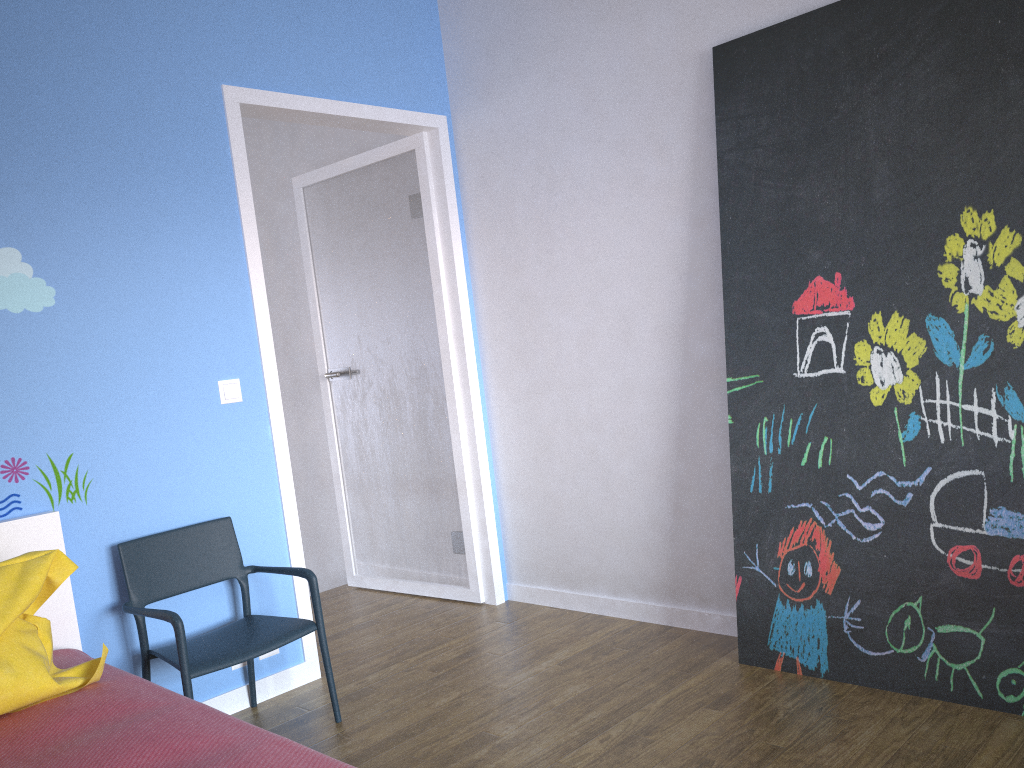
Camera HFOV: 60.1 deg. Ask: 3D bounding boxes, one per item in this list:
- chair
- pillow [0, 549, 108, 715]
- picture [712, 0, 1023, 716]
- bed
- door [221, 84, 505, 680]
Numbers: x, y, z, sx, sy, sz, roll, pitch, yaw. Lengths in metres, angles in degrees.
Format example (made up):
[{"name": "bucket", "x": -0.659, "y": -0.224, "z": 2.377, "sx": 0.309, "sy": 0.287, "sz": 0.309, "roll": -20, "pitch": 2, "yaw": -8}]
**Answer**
[{"name": "chair", "x": -0.903, "y": 0.789, "z": 2.756, "sx": 0.417, "sy": 0.677, "sz": 0.509, "roll": -3, "pitch": 6, "yaw": 41}, {"name": "pillow", "x": -1.608, "y": 0.540, "z": 1.789, "sx": 1.338, "sy": 0.534, "sz": 0.680, "roll": -9, "pitch": 4, "yaw": -44}, {"name": "picture", "x": 1.047, "y": -0.109, "z": 2.577, "sx": 0.959, "sy": 2.029, "sz": 0.206, "roll": -2, "pitch": 7, "yaw": 44}, {"name": "bed", "x": -0.999, "y": 0.794, "z": 1.283, "sx": 2.320, "sy": 0.815, "sz": 1.916, "roll": -4, "pitch": 4, "yaw": 44}, {"name": "door", "x": -0.867, "y": 0.004, "z": 3.842, "sx": 0.999, "sy": 2.139, "sz": 1.027, "roll": -2, "pitch": 7, "yaw": 44}]
